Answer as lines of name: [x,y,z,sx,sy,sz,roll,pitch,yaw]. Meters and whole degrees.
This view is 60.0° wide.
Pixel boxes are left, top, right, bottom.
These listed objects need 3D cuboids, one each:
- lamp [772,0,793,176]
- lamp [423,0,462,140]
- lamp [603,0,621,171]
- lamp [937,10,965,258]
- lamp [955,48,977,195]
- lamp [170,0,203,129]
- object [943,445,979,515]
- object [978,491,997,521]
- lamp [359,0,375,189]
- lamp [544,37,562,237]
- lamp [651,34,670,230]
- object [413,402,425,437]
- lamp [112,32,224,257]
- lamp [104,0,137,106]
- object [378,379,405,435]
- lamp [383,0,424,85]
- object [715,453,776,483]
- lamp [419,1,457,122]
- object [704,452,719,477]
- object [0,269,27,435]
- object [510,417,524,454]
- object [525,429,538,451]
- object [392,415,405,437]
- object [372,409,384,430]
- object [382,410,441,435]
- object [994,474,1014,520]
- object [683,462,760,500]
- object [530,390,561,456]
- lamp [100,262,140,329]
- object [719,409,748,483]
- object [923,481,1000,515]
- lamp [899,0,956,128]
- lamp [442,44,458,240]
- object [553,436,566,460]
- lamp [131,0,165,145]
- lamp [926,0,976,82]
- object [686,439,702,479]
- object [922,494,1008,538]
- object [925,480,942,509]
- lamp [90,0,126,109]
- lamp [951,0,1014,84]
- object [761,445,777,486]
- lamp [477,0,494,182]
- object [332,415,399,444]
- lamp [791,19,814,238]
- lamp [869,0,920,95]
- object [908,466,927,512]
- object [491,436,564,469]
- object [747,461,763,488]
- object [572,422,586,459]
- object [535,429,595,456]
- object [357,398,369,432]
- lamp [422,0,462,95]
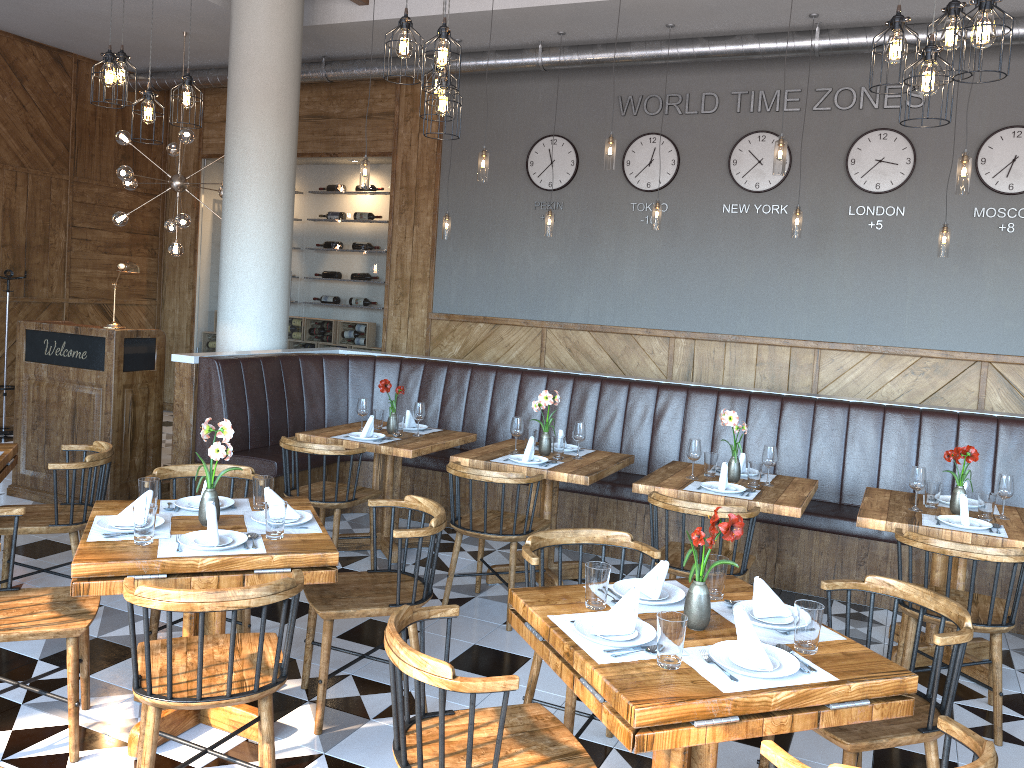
lamp: [1.790,-2.331,5.689,0.078,1.959,0.078,7,4,43]
lamp: [-0.282,-2.246,4.307,0.175,2.066,0.175,4,3,8]
lamp: [0.742,-2.478,6.164,0.078,1.959,0.078,2,4,-31]
lamp: [3.307,-1.931,6.624,0.078,1.959,0.078,2,3,-25]
lamp: [2.757,-2.114,5.254,0.078,1.959,0.078,2,3,-25]
lamp: [-1.879,-2.567,5.224,0.175,2.066,0.175,6,4,35]
object: [2.197,0.469,4.354,0.156,0.354,0.171,5,4,27]
object: [2.297,0.594,4.290,0.080,0.132,0.080,4,4,9]
lamp: [-1.118,-2.534,7.013,0.078,1.959,0.078,2,4,-34]
lamp: [0.390,-2.307,7.946,0.078,1.959,0.078,4,3,10]
lamp: [1.293,-2.296,7.535,0.078,1.959,0.078,2,4,-31]
object: [-0.604,0.228,5.732,0.081,0.215,0.081,1,4,-35]
lamp: [-3.263,-2.347,8.713,1.186,2.187,1.165,3,4,-14]
lamp: [-2.246,-2.685,5.167,0.175,2.066,0.175,2,3,-22]
object: [-0.799,0.143,5.757,0.171,0.354,0.156,5,4,18]
lamp: [-0.457,-2.474,4.160,0.175,2.066,0.175,4,3,8]
object: [1.325,0.452,5.085,0.352,0.137,0.272,6,6,24]
lamp: [-0.321,-2.400,4.516,0.175,2.066,0.175,2,4,-26]
object: [1.112,0.453,4.965,0.080,0.132,0.080,5,4,24]
object: [-5.123,-0.330,8.972,0.374,1.654,0.375,1,4,-43]
object: [0.027,0.308,5.325,0.081,0.215,0.081,5,4,16]
object: [0.113,0.346,5.419,0.080,0.132,0.080,5,4,24]
object: [-0.728,0.269,5.663,0.080,0.132,0.080,4,4,9]
object: [-0.889,0.238,5.874,0.080,0.132,0.080,5,4,24]
object: [-0.679,0.237,5.995,0.352,0.137,0.272,6,6,24]
object: [2.421,0.553,4.358,0.081,0.215,0.081,3,3,-7]
object: [1.098,0.484,4.611,0.352,0.137,0.272,6,6,24]
object: [0.194,0.230,5.286,0.207,0.399,0.146,6,4,32]
lamp: [-2.828,-0.511,6.398,0.170,0.755,0.446,4,4,-1]
object: [1.202,0.335,4.858,0.146,0.399,0.207,5,4,27]
object: [2.344,0.562,4.622,0.352,0.137,0.272,6,6,24]
lamp: [1.651,-2.031,3.351,0.175,2.066,0.175,3,3,-5]
lamp: [-0.567,-2.352,8.383,0.078,1.959,0.078,2,4,-34]
object: [0.274,0.377,5.208,0.080,0.132,0.080,4,4,9]
lamp: [-2.051,-2.433,5.083,0.175,2.066,0.175,2,3,-22]
lamp: [1.821,-2.267,3.511,0.175,2.066,0.175,3,3,-5]
object: [1.001,0.412,4.883,0.081,0.215,0.081,3,4,-12]
object: [2.118,0.594,4.148,0.352,0.137,0.272,6,6,24]
object: [2.136,0.563,4.501,0.080,0.132,0.080,5,4,24]
lamp: [-2.225,-2.607,4.964,0.175,2.066,0.175,2,4,-33]
lamp: [1.753,-2.135,3.144,0.175,2.066,0.175,1,4,-38]
object: [1.398,0.443,4.823,0.081,0.215,0.081,3,4,-12]
lamp: [-0.160,-2.490,6.576,0.078,1.959,0.078,4,3,10]
object: [-0.905,0.269,5.521,0.352,0.137,0.272,6,6,24]
lamp: [2.341,-2.149,7.060,0.078,1.959,0.078,6,4,32]
lamp: [1.613,-2.227,3.550,0.175,2.066,0.175,3,3,-16]
object: [2.021,0.522,4.420,0.081,0.215,0.081,6,4,33]
object: [0.092,0.376,5.068,0.352,0.137,0.272,6,6,24]
object: [1.297,0.486,4.743,0.080,0.132,0.080,6,4,29]
object: [0.398,0.336,5.277,0.081,0.215,0.081,1,4,-35]
object: [0.318,0.344,5.542,0.352,0.137,0.272,6,6,24]
object: [-0.975,0.200,5.780,0.081,0.215,0.081,5,4,16]
lamp: [-0.269,-2.398,4.083,0.175,2.066,0.175,3,3,-3]
